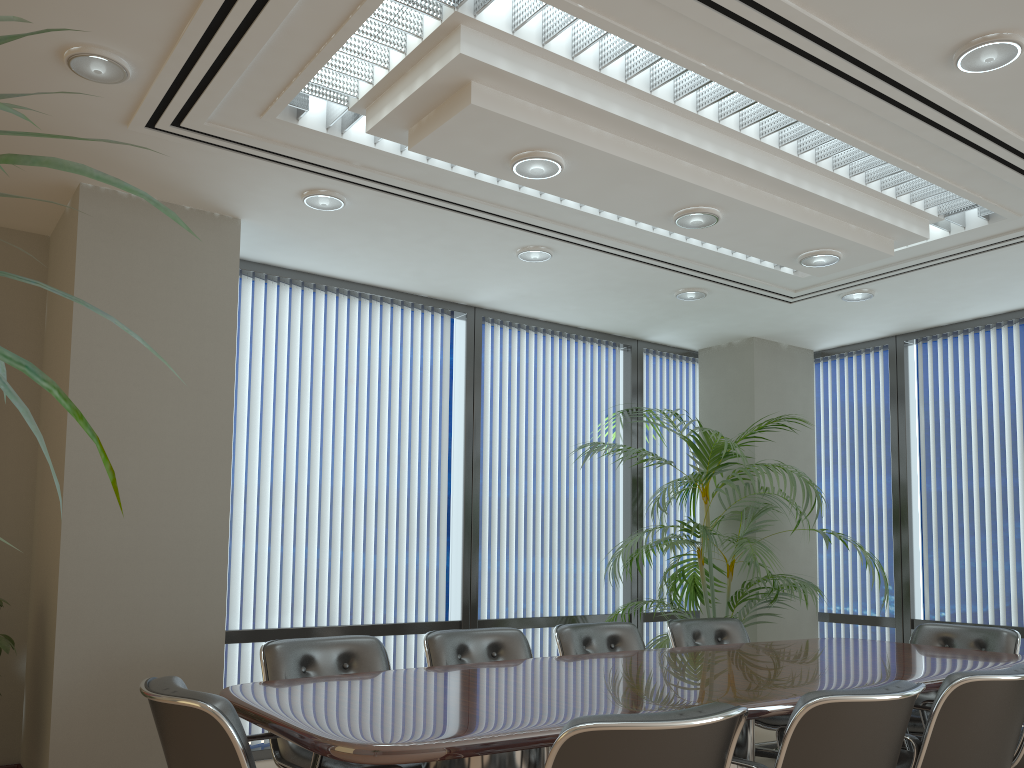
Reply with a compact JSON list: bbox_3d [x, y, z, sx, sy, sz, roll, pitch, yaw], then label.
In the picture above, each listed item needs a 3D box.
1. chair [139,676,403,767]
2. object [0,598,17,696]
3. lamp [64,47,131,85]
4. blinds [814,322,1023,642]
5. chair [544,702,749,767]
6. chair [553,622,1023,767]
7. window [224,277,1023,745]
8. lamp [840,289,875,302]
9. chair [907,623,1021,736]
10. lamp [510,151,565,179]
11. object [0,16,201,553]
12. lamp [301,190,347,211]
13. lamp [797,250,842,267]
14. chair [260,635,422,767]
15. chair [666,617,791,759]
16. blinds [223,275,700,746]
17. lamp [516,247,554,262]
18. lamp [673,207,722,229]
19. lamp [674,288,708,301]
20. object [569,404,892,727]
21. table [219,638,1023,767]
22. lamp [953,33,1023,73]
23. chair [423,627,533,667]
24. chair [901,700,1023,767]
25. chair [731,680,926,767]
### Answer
[{"bbox_3d":[-0.740,1.370,2.809,0.856,0.850,0.764,6,-9,-35],"label":"chair"},{"bbox_3d":[-2.729,1.457,4.006,0.736,1.082,0.807,1,-7,-4],"label":"object"},{"bbox_3d":[-1.523,-1.164,3.244,0.225,0.035,0.228,4,-11,-18],"label":"lamp"},{"bbox_3d":[3.843,0.942,6.085,0.051,2.876,4.970,4,-9,-35],"label":"blinds"},{"bbox_3d":[0.216,1.336,2.571,0.756,0.850,0.864,5,-9,-31],"label":"chair"},{"bbox_3d":[1.163,1.659,4.215,0.762,0.848,2.549,6,-11,-35],"label":"chair"},{"bbox_3d":[2.026,0.993,6.429,7.372,2.883,3.577,-1,-9,10],"label":"window"},{"bbox_3d":[2.350,-0.597,5.998,0.226,0.035,0.227,6,-12,-25],"label":"lamp"},{"bbox_3d":[2.491,1.843,5.106,0.856,0.850,0.764,6,-9,-35],"label":"chair"},{"bbox_3d":[0.103,-0.888,3.608,0.225,0.035,0.228,4,-11,-18],"label":"lamp"},{"bbox_3d":[-0.728,0.265,0.569,0.807,1.814,0.824,-3,-7,30],"label":"object"},{"bbox_3d":[-0.953,-0.925,4.471,0.225,0.035,0.228,4,-11,-18],"label":"lamp"},{"bbox_3d":[1.640,-0.662,4.701,0.225,0.035,0.228,3,-11,-11],"label":"lamp"},{"bbox_3d":[-0.682,1.573,3.879,0.763,0.850,0.858,7,-10,-40],"label":"chair"},{"bbox_3d":[1.391,1.876,5.350,0.761,0.850,0.860,5,-9,-30],"label":"chair"},{"bbox_3d":[0.145,1.020,6.723,4.919,2.878,0.032,7,-8,-35],"label":"blinds"},{"bbox_3d":[0.135,-0.765,5.244,0.225,0.035,0.228,3,-11,-11],"label":"lamp"},{"bbox_3d":[0.872,-0.775,4.155,0.225,0.035,0.228,3,-11,-11],"label":"lamp"},{"bbox_3d":[1.223,-0.606,6.018,0.225,0.035,0.228,3,-11,-11],"label":"lamp"},{"bbox_3d":[1.477,1.287,6.550,2.169,2.453,2.111,3,-8,-15],"label":"object"},{"bbox_3d":[0.847,1.663,3.972,4.089,0.741,1.519,8,-12,-35],"label":"table"},{"bbox_3d":[1.674,-1.154,3.096,0.225,0.035,0.228,3,-11,-11],"label":"lamp"},{"bbox_3d":[-0.014,1.681,4.403,0.762,0.850,0.859,6,-9,-35],"label":"chair"},{"bbox_3d":[2.297,1.640,4.045,0.739,0.850,0.858,7,-10,-40],"label":"chair"},{"bbox_3d":[0.959,1.435,3.045,0.762,0.850,0.859,6,-9,-35],"label":"chair"}]
